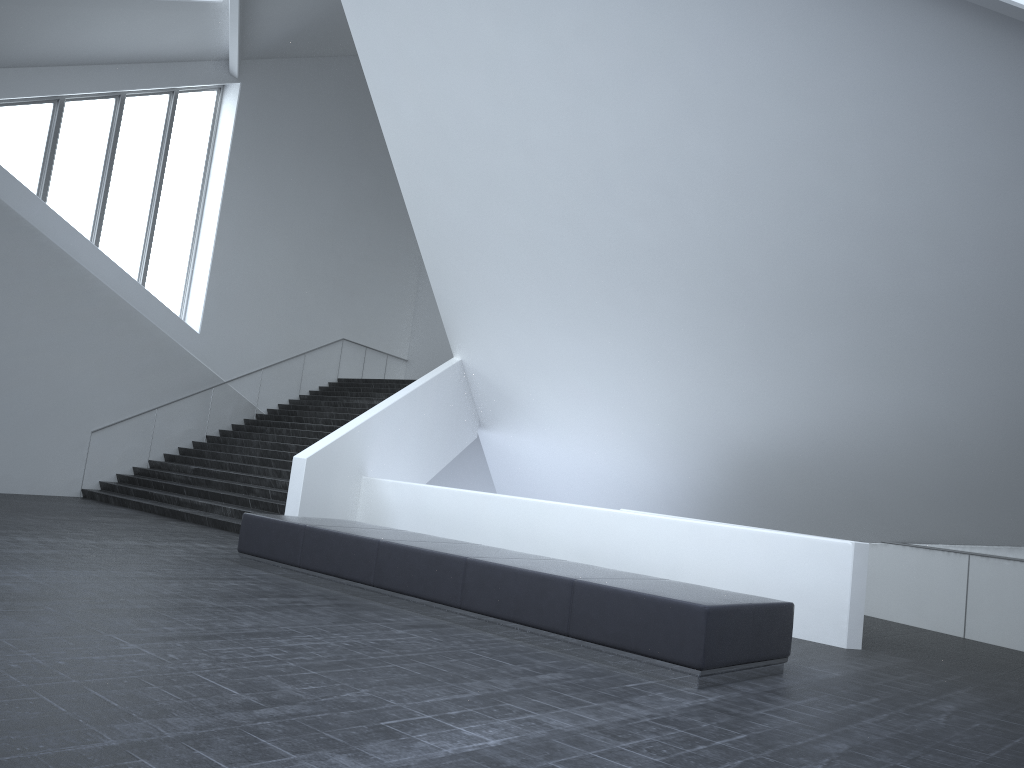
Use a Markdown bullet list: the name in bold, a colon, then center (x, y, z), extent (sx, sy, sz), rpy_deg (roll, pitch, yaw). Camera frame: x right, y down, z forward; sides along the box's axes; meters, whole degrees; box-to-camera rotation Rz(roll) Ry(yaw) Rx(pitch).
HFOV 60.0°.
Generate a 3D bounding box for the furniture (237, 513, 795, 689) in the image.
- **furniture**: center (-0.381, 1.885, 8.494), extent (5.742, 0.580, 1.488), rpy_deg (1, -9, 41)
